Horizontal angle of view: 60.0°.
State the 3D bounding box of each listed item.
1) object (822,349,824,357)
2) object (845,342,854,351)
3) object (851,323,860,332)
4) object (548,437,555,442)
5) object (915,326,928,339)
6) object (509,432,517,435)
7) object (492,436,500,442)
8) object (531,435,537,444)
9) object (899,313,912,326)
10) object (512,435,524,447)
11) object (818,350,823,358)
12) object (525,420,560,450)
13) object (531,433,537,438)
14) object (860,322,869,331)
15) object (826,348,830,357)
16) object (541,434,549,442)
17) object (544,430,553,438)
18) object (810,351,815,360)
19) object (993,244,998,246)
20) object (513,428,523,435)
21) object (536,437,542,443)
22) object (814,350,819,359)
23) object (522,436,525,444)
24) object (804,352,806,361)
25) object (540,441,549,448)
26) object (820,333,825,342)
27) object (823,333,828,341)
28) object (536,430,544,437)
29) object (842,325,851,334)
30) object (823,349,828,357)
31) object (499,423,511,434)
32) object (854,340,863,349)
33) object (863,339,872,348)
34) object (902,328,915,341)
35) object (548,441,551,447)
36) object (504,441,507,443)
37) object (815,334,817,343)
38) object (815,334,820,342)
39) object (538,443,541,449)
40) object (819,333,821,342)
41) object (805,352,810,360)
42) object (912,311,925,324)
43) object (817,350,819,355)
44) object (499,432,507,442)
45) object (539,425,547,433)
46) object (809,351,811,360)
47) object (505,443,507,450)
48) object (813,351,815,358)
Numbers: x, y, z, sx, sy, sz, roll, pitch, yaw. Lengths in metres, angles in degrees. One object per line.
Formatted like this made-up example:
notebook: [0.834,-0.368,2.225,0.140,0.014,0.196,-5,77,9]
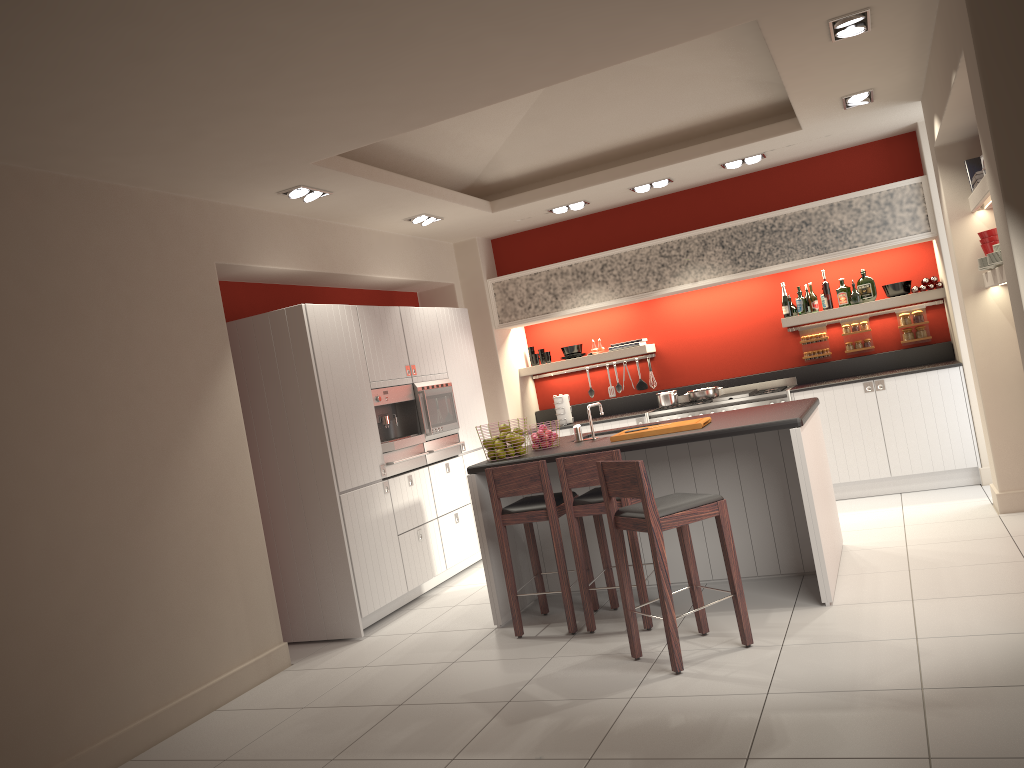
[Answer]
object: [2.920,-0.289,8.313,0.034,0.078,0.034,-11,-1,44]
object: [3.125,-0.346,8.207,0.068,0.088,0.068,-11,-1,44]
object: [3.167,-0.517,8.178,0.068,0.088,0.068,-11,-1,44]
object: [0.266,0.372,5.942,0.046,0.043,0.046,-10,0,-27]
object: [3.674,-0.464,7.966,0.093,0.120,0.094,-11,-1,44]
object: [0.004,0.337,5.729,0.056,0.054,0.057,-10,0,-6]
object: [-0.102,0.365,5.742,0.057,0.061,0.062,-11,0,38]
object: [0.160,0.373,5.942,0.059,0.059,0.060,-11,0,35]
object: [3.552,-0.580,8.009,0.093,0.120,0.094,-11,-1,44]
object: [0.034,0.365,5.687,0.082,0.082,0.082,-10,0,-10]
object: [2.884,-0.283,8.286,0.034,0.078,0.034,-11,-1,44]
object: [0.214,0.347,5.970,0.247,0.168,0.248,-10,0,11]
object: [0.151,0.356,5.987,0.049,0.049,0.048,-11,0,30]
object: [3.238,-0.530,8.147,0.068,0.088,0.068,-11,-1,44]
object: [2.956,-0.296,8.298,0.034,0.078,0.034,-11,-1,44]
object: [0.220,0.360,5.893,0.048,0.046,0.048,-10,0,-18]
object: [0.245,0.332,5.928,0.051,0.055,0.056,-11,0,37]
object: [2.814,-0.270,8.317,0.034,0.078,0.034,-11,-1,44]
object: [2.939,-0.827,5.159,0.255,0.015,0.255,-10,0,4]
object: [0.039,0.313,5.769,0.067,0.064,0.067,-11,0,24]
object: [0.177,0.371,5.903,0.041,0.041,0.040,-10,0,-30]
object: [2.849,-0.276,8.301,0.034,0.078,0.034,-11,-1,44]
object: [0.056,0.363,5.742,0.056,0.057,0.055,-10,0,15]
object: [2.777,-0.263,8.374,0.034,0.078,0.034,-11,-1,44]
object: [0.216,0.400,5.922,0.062,0.057,0.061,-11,0,23]
object: [2.893,-0.435,8.272,0.034,0.078,0.034,-11,-1,44]
object: [2.929,-0.442,8.299,0.034,0.078,0.034,-11,-1,44]
object: [0.187,0.330,5.893,0.048,0.046,0.048,-10,0,-21]
object: [3.096,-0.504,8.208,0.068,0.088,0.068,-11,-1,44]
object: [2.920,-0.289,8.271,0.034,0.078,0.034,-11,-1,44]
object: [-0.046,0.294,5.738,0.078,0.080,0.078,-11,0,23]
object: [3.196,-0.359,8.176,0.068,0.088,0.068,-11,-1,44]
object: [3.267,-0.372,8.146,0.068,0.088,0.068,-11,-1,44]
object: [3.577,-0.446,8.008,0.093,0.120,0.094,-11,-1,44]
object: [0.246,0.406,5.967,0.040,0.039,0.039,-10,0,-18]
object: [-0.046,0.346,5.790,0.078,0.076,0.071,-10,0,-8]
object: [2.858,-0.429,8.329,0.034,0.078,0.034,-11,-1,44]
object: [2.858,-0.429,8.288,0.034,0.078,0.034,-11,-1,44]
object: [0.191,0.410,5.974,0.050,0.049,0.049,-10,0,-11]
object: [2.893,-0.435,8.314,0.034,0.078,0.034,-11,-1,44]
object: [2.778,-0.263,8.332,0.034,0.078,0.034,-11,-1,44]
object: [3.649,-0.598,7.967,0.093,0.120,0.094,-11,-1,44]
object: [2.885,-0.283,8.328,0.034,0.078,0.034,-11,-1,44]
object: [-0.053,0.338,5.682,0.057,0.061,0.062,-11,0,38]
object: [0.207,0.301,5.950,0.056,0.058,0.056,-10,0,-22]
object: [2.813,-0.269,8.359,0.034,0.078,0.034,-11,-1,44]
object: [-0.062,0.408,5.789,0.064,0.060,0.064,-10,0,18]
object: [2.848,-0.276,8.344,0.034,0.078,0.034,-11,-1,44]
